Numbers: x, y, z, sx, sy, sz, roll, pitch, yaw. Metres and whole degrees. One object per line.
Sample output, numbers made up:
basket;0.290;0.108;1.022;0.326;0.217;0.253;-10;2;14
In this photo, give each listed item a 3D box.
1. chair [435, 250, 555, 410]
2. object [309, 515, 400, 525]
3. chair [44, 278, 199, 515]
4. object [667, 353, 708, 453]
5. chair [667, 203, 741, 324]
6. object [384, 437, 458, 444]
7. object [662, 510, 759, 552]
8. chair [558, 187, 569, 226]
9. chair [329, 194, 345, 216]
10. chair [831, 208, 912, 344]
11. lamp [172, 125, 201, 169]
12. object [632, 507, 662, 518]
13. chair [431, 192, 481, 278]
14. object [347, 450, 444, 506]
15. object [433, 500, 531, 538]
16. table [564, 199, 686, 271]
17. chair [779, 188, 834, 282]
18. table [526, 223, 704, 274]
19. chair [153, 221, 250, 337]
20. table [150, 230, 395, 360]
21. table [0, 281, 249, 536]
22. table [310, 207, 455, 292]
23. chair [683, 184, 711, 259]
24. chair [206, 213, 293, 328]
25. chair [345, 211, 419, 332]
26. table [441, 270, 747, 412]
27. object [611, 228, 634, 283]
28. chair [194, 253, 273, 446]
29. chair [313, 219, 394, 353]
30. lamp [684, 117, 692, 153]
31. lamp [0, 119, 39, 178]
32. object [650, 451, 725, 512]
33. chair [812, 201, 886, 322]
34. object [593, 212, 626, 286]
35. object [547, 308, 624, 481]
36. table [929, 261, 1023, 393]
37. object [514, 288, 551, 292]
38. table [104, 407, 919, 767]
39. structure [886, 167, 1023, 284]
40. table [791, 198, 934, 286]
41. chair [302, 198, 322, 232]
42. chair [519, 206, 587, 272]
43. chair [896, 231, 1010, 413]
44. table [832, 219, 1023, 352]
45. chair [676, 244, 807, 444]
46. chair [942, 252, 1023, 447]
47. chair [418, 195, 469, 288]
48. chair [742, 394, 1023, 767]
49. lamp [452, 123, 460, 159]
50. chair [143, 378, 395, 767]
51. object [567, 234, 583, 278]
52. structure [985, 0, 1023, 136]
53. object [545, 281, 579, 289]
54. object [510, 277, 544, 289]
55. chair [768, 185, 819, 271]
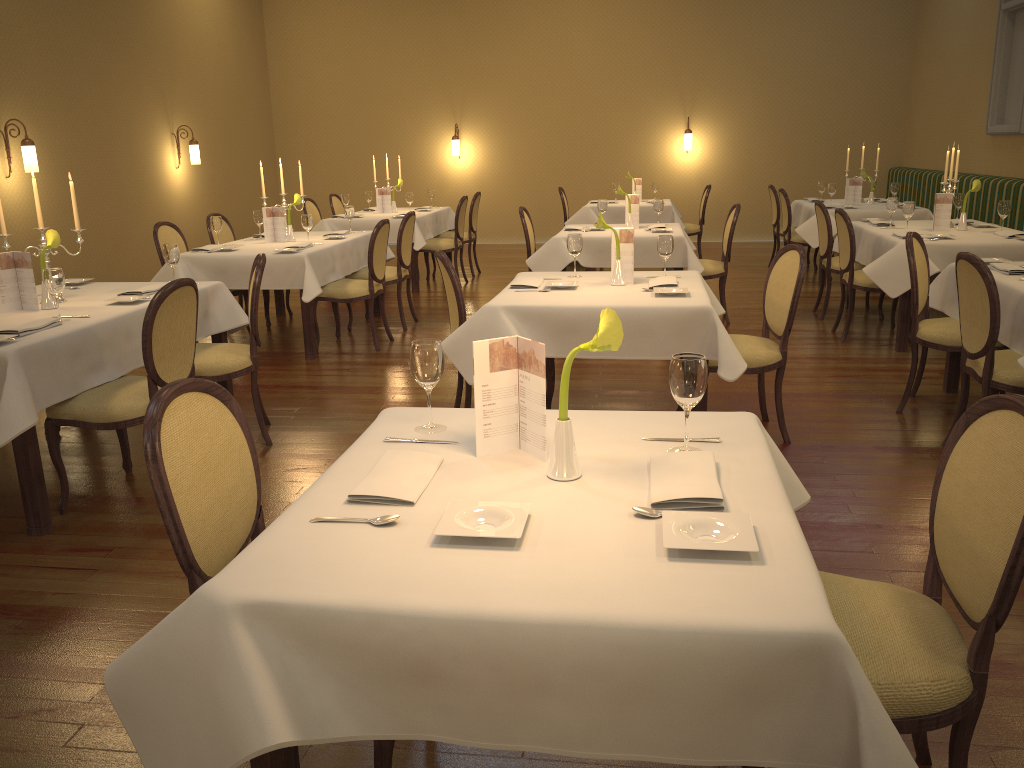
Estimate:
chair;-0.095;-0.234;4.633;0.571;0.955;0.530;-4;15;-11
object;-0.303;0.260;1.711;0.181;0.015;0.038;1;15;10
chair;-1.625;0.026;3.809;0.571;0.955;0.530;1;15;9
object;0.399;0.048;2.018;0.088;0.229;0.088;-11;18;-32
chair;1.576;-1.001;7.333;0.571;0.955;0.530;1;15;9
object;-0.221;0.138;2.165;0.185;0.010;0.017;1;15;9
object;0.351;0.272;1.589;0.160;0.024;0.160;1;15;8
chair;0.858;-1.928;10.849;0.571;0.955;0.530;1;15;9
chair;-1.845;-1.788;10.581;0.571;0.955;0.530;1;15;9
chair;2.657;-0.816;6.544;0.571;0.955;0.530;1;15;9
lamp;-3.988;-2.895;10.824;0.323;0.513;0.114;-2;15;-2
object;0.321;0.248;1.695;0.181;0.015;0.038;1;15;10
chair;-0.634;-1.738;10.282;0.571;0.955;0.530;1;15;9
object;-0.245;0.200;1.916;0.142;0.024;0.273;1;15;8
object;-0.052;0.262;1.663;0.160;0.024;0.160;1;15;8
table;1.386;-1.816;10.751;1.389;0.759;1.395;1;15;10
chair;3.087;-1.582;9.353;0.571;0.955;0.530;1;15;9
table;0.883;-0.921;7.466;1.389;0.759;1.395;1;15;10
chair;-2.409;-0.783;6.895;0.571;0.955;0.530;1;15;9
table;-1.842;-0.766;7.145;1.385;0.759;2.152;1;15;9
table;-2.278;0.012;4.291;1.385;0.759;2.152;1;15;9
table;-1.401;-1.551;10.027;1.385;0.759;2.152;1;15;9
chair;2.079;-1.896;10.617;0.571;0.955;0.530;1;15;9
chair;-2.286;-1.002;7.699;0.571;0.955;0.530;1;15;9
chair;-1.075;-0.953;7.401;0.571;0.955;0.530;1;15;9
table;0.439;-0.130;4.564;1.389;0.759;1.395;1;15;10
object;0.594;-0.656;4.537;0.081;0.277;0.166;-12;18;-33
chair;-1.505;-0.169;4.525;0.571;0.955;0.530;-6;16;-16
chair;-1.188;-0.752;6.663;0.571;0.955;0.530;1;15;9
lamp;2.512;-3.578;12.758;0.114;0.513;0.323;-2;15;-2
lamp;-4.431;-2.106;7.929;0.323;0.513;0.114;-2;15;-2
object;0.360;0.199;1.850;0.142;0.033;0.273;1;15;8
chair;2.781;-1.034;7.341;0.571;0.955;0.530;1;15;9
object;0.492;-0.678;4.432;0.163;0.375;0.076;-5;16;-14
object;0.147;0.023;1.854;0.163;0.375;0.076;7;17;29
table;2.830;-0.093;4.206;1.385;0.759;2.152;1;15;9
object;0.101;-0.461;4.353;0.181;0.015;0.038;1;15;10
table;0.045;0.572;1.989;1.389;0.759;1.395;1;15;10
structure;4.107;-0.721;5.921;0.850;1.031;14.516;1;15;8
table;3.654;-1.563;9.596;1.385;0.759;2.152;1;15;9
chair;-1.968;-1.569;9.777;0.571;0.955;0.530;1;15;9
chair;0.355;-1.033;7.564;0.571;0.955;0.530;1;15;9
chair;2.375;-0.323;4.734;0.571;0.955;0.530;8;18;33
table;3.225;-0.797;6.787;1.385;0.759;2.152;1;15;9
chair;1.134;-0.207;4.421;0.571;0.955;0.530;-2;15;-1
chair;2.261;-0.111;3.956;0.571;0.955;0.530;1;15;9
chair;-0.747;-1.537;9.545;0.571;0.955;0.530;1;15;9
chair;0.738;0.492;1.855;0.571;0.955;0.530;1;15;9
lamp;-0.840;-3.628;13.257;0.114;0.513;0.323;-2;15;-2
chair;-0.483;0.461;2.087;0.571;0.955;0.530;1;15;9
object;0.339;-0.692;4.777;0.088;0.229;0.088;-13;19;-38
structure;4.958;-3.989;8.483;0.200;3.103;0.956;1;15;8
object;0.251;-0.492;4.440;0.160;0.024;0.160;1;15;8
object;0.079;-0.521;4.568;0.142;0.024;0.273;1;15;8
chair;3.210;-1.799;10.151;0.571;0.955;0.530;1;15;9
